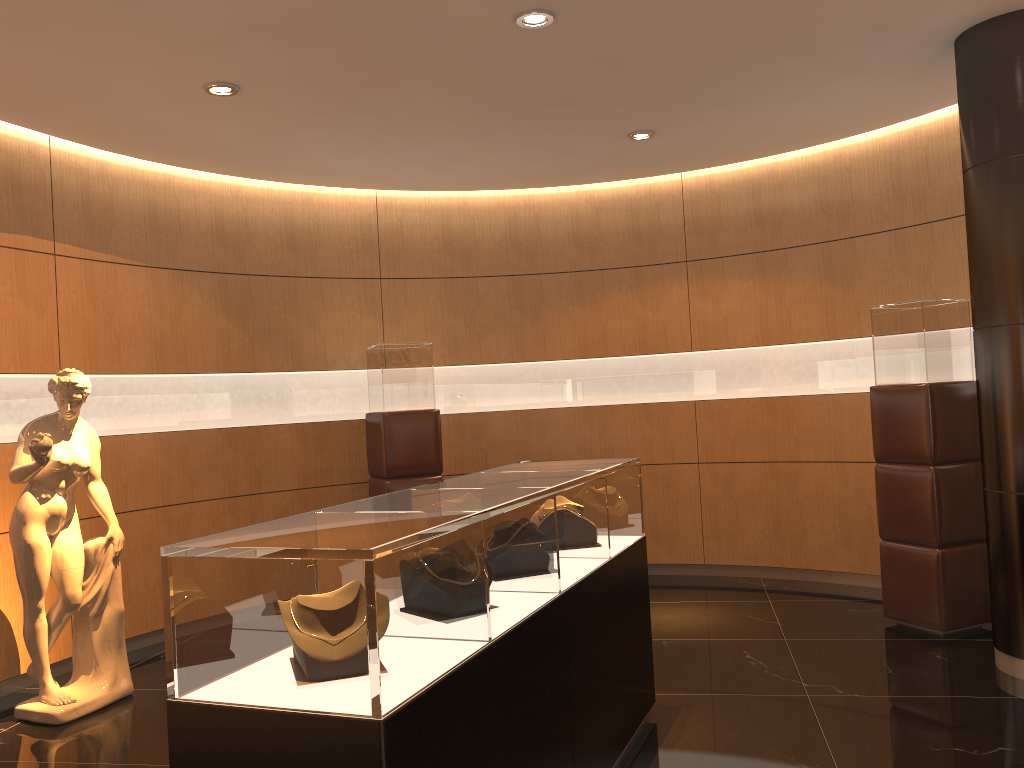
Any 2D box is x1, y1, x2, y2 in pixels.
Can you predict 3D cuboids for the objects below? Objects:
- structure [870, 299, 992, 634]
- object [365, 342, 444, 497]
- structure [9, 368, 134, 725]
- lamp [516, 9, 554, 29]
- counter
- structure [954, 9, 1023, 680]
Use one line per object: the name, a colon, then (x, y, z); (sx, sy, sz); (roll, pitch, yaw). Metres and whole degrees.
structure: (2.593, 0.493, 5.519); (0.484, 2.000, 0.498); (-3, -1, -24)
object: (-0.807, 0.703, 6.706); (0.484, 2.000, 0.498); (-3, -1, -25)
structure: (-2.447, 0.841, 4.761); (0.477, 1.836, 0.733); (-3, -1, 10)
lamp: (0.105, -1.728, 4.138); (0.176, 0.068, 0.176); (-3, -1, 16)
counter: (-0.090, 0.963, 3.216); (0.615, 1.173, 2.514); (-4, -1, 22)
structure: (2.733, -0.248, 4.589); (0.613, 3.430, 0.613); (-4, -1, 26)
